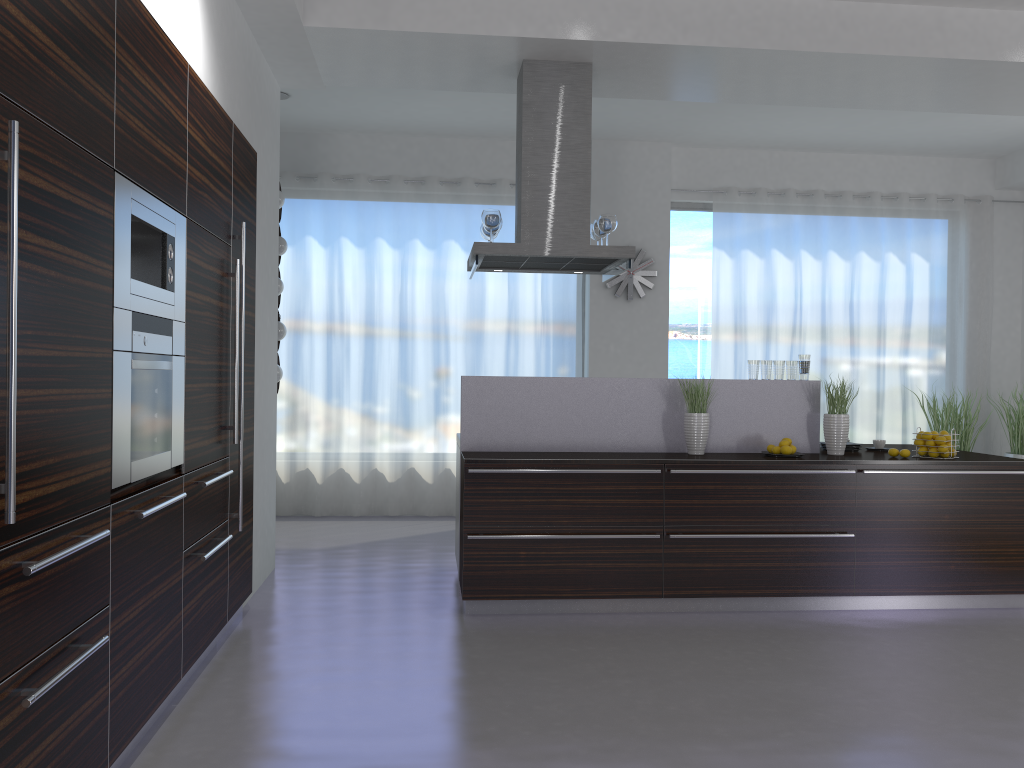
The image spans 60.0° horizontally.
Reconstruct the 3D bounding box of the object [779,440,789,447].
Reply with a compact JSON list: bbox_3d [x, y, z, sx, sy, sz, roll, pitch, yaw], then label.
[{"bbox_3d":[1.593,0.352,5.192,0.061,0.047,0.053,1,0,-2],"label":"object"}]

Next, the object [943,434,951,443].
[{"bbox_3d":[2.553,0.319,5.202,0.051,0.053,0.063,1,0,7],"label":"object"}]

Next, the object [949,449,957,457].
[{"bbox_3d":[2.596,0.406,5.234,0.053,0.052,0.062,1,1,34],"label":"object"}]

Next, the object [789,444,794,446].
[{"bbox_3d":[1.647,0.382,5.249,0.051,0.053,0.063,1,1,35],"label":"object"}]

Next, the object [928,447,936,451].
[{"bbox_3d":[2.488,0.397,5.237,0.057,0.060,0.052,1,0,0],"label":"object"}]

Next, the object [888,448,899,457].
[{"bbox_3d":[2.253,0.405,5.234,0.053,0.051,0.063,0,1,-37],"label":"object"}]

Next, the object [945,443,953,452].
[{"bbox_3d":[2.553,0.370,5.196,0.061,0.055,0.051,1,0,-26],"label":"object"}]

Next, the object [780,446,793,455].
[{"bbox_3d":[1.592,0.386,5.145,0.070,0.058,0.060,1,0,-7],"label":"object"}]

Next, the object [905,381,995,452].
[{"bbox_3d":[4.026,0.620,8.065,0.713,1.334,0.656,1,0,-5],"label":"object"}]

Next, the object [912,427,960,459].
[{"bbox_3d":[2.505,0.346,5.243,0.189,0.174,0.207,0,1,-40],"label":"object"}]

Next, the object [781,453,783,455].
[{"bbox_3d":[1.596,0.386,5.234,0.057,0.060,0.071,1,0,-4],"label":"object"}]

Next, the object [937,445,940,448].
[{"bbox_3d":[2.527,0.366,5.213,0.051,0.053,0.062,1,0,3],"label":"object"}]

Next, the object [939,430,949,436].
[{"bbox_3d":[2.567,0.306,5.267,0.050,0.060,0.059,1,0,-6],"label":"object"}]

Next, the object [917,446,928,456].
[{"bbox_3d":[2.425,0.396,5.235,0.060,0.057,0.052,1,0,-4],"label":"object"}]

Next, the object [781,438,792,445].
[{"bbox_3d":[1.622,0.341,5.236,0.053,0.048,0.063,0,1,-39],"label":"object"}]

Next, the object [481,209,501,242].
[{"bbox_3d":[-0.129,-0.959,5.461,0.125,0.221,0.125,1,0,19],"label":"object"}]

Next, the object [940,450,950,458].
[{"bbox_3d":[2.528,0.405,5.180,0.051,0.053,0.063,1,0,3],"label":"object"}]

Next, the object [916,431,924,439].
[{"bbox_3d":[2.433,0.310,5.270,0.052,0.060,0.057,1,0,-17],"label":"object"}]

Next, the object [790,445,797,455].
[{"bbox_3d":[1.636,0.387,5.192,0.061,0.054,0.052,1,1,-28],"label":"object"}]

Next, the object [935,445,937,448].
[{"bbox_3d":[2.537,0.383,5.301,0.052,0.053,0.062,1,1,31],"label":"object"}]

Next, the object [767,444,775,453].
[{"bbox_3d":[1.537,0.384,5.242,0.061,0.054,0.052,1,1,42],"label":"object"}]

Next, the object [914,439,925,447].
[{"bbox_3d":[2.412,0.349,5.249,0.053,0.051,0.063,0,1,-37],"label":"object"}]

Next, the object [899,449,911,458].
[{"bbox_3d":[2.299,0.406,5.190,0.063,0.051,0.053,1,0,-2],"label":"object"}]

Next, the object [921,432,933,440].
[{"bbox_3d":[2.441,0.306,5.217,0.063,0.051,0.053,1,1,42],"label":"object"}]

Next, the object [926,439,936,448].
[{"bbox_3d":[2.458,0.351,5.207,0.062,0.053,0.052,0,1,-34],"label":"object"}]

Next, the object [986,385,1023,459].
[{"bbox_3d":[4.680,0.628,8.160,0.656,1.334,0.713,1,0,-21],"label":"object"}]

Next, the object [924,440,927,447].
[{"bbox_3d":[2.468,0.348,5.263,0.064,0.053,0.051,1,0,-3],"label":"object"}]

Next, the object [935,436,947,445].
[{"bbox_3d":[2.501,0.330,5.175,0.061,0.052,0.053,1,0,8],"label":"object"}]

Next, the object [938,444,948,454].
[{"bbox_3d":[2.502,0.377,5.148,0.061,0.054,0.052,1,1,-28],"label":"object"}]

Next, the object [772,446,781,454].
[{"bbox_3d":[1.551,0.389,5.188,0.063,0.051,0.053,1,0,-2],"label":"object"}]

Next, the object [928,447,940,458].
[{"bbox_3d":[2.472,0.403,5.196,0.064,0.063,0.074,1,0,15],"label":"object"}]

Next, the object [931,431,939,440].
[{"bbox_3d":[2.495,0.303,5.241,0.051,0.053,0.063,1,0,-4],"label":"object"}]
